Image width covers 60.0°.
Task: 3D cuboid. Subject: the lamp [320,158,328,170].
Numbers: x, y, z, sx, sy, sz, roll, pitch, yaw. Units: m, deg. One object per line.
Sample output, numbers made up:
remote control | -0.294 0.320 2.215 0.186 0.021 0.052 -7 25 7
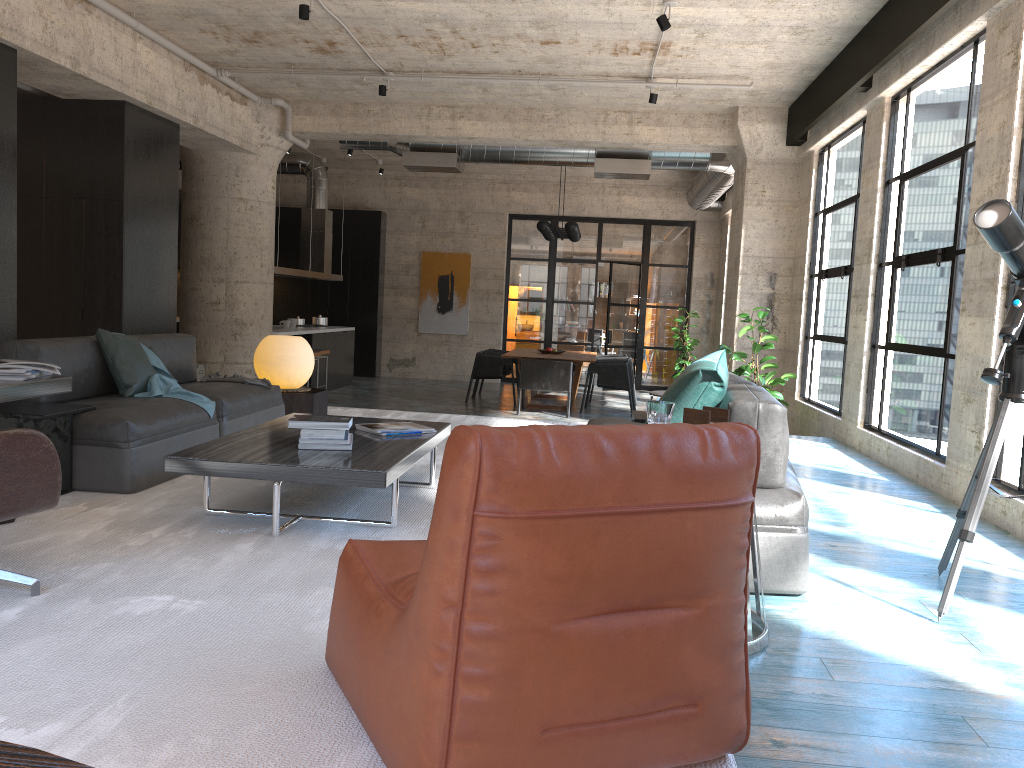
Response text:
lamp | -3.221 -3.746 15.189 0.145 0.236 0.107 2 5 -12

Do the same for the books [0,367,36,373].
books | -2.165 -0.069 3.773 0.252 0.011 0.318 2 5 -13

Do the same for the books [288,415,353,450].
books | -0.857 0.211 3.977 0.279 0.116 0.322 2 5 -10

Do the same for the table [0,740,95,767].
table | -1.121 0.597 0.630 2.004 0.530 0.715 3 5 4

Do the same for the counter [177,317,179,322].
counter | -6.018 -0.928 13.421 1.000 0.142 4.360 3 5 5

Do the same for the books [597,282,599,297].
books | 2.163 -2.375 22.319 0.036 0.379 0.244 3 5 5

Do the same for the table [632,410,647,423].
table | 0.898 0.381 5.118 0.420 0.390 0.413 3 5 5

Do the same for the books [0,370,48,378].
books | -2.153 -0.050 3.799 0.252 0.011 0.318 1 5 -18

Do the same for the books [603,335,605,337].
books | 2.160 -1.228 22.429 0.379 0.064 0.244 3 5 0

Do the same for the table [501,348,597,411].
table | 0.588 -0.077 13.253 1.299 0.756 2.410 3 5 5

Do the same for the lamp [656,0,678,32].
lamp | 1.083 -2.592 6.188 0.144 0.252 0.107 2 5 -10

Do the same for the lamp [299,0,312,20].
lamp | -1.471 -2.760 6.428 0.141 0.215 0.107 2 5 -12

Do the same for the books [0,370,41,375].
books | -2.163 -0.059 3.782 0.252 0.011 0.318 1 5 -18

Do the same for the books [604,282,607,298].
books | 2.351 -2.364 22.312 0.036 0.379 0.244 3 5 5

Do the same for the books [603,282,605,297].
books | 2.315 -2.368 22.328 0.036 0.379 0.244 3 5 5

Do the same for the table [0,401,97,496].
table | -2.273 0.305 4.176 0.420 0.390 0.413 3 5 5

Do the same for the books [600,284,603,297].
books | 2.244 -2.342 22.309 0.055 0.326 0.255 3 5 5

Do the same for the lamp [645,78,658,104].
lamp | 1.330 -2.788 8.467 0.107 0.236 0.145 2 5 -12

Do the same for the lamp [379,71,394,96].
lamp | -1.236 -2.950 8.719 0.141 0.215 0.107 2 5 -12

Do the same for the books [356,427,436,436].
books | -0.586 0.231 4.492 0.318 0.011 0.252 -1 7 -40

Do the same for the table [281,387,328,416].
table | -1.818 0.170 6.799 0.616 0.230 1.044 3 5 5

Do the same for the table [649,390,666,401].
table | 1.078 0.300 5.618 0.620 0.472 0.620 4 5 8

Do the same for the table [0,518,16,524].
table | -2.185 0.379 3.589 0.316 0.340 0.365 1 6 -24

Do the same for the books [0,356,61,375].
books | -2.158 -0.089 3.852 0.273 0.109 0.322 -2 7 -44

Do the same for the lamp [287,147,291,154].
lamp | -3.394 -3.588 13.335 0.145 0.236 0.107 2 5 -11

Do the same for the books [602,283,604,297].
books | 2.284 -2.355 22.319 0.021 0.355 0.272 3 5 5

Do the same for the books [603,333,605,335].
books | 2.157 -1.279 22.420 0.379 0.036 0.244 3 5 5

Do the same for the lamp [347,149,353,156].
lamp | -2.442 -3.532 13.245 0.145 0.236 0.107 2 5 -12

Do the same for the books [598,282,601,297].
books | 2.200 -2.373 22.326 0.036 0.379 0.244 3 5 5

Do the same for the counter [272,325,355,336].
counter | -3.270 -0.800 12.995 1.000 0.046 3.500 3 5 5

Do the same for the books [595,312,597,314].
books | 2.071 -1.929 22.370 0.158 0.326 0.255 3 5 5

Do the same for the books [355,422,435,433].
books | -0.594 0.220 4.491 0.318 0.011 0.252 -1 6 -35

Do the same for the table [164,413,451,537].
table | -0.866 0.403 4.224 0.900 0.309 1.500 3 5 5

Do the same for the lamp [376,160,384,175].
lamp | -2.248 -3.689 15.097 0.145 0.236 0.107 2 5 -12

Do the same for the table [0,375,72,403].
table | -2.394 0.260 3.589 0.800 0.570 0.800 3 5 5

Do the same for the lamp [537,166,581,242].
lamp | 0.737 -2.813 13.005 0.583 1.327 1.813 3 5 5

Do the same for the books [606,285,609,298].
books | 2.395 -2.334 22.304 0.055 0.326 0.255 3 5 5

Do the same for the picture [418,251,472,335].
picture | -1.238 -1.674 16.370 0.928 1.494 0.029 3 5 5

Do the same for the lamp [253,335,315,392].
lamp | -1.782 -0.166 6.942 0.462 0.417 0.462 6 6 33

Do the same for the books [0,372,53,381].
books | -2.155 -0.038 3.784 0.252 0.011 0.318 2 5 -8
